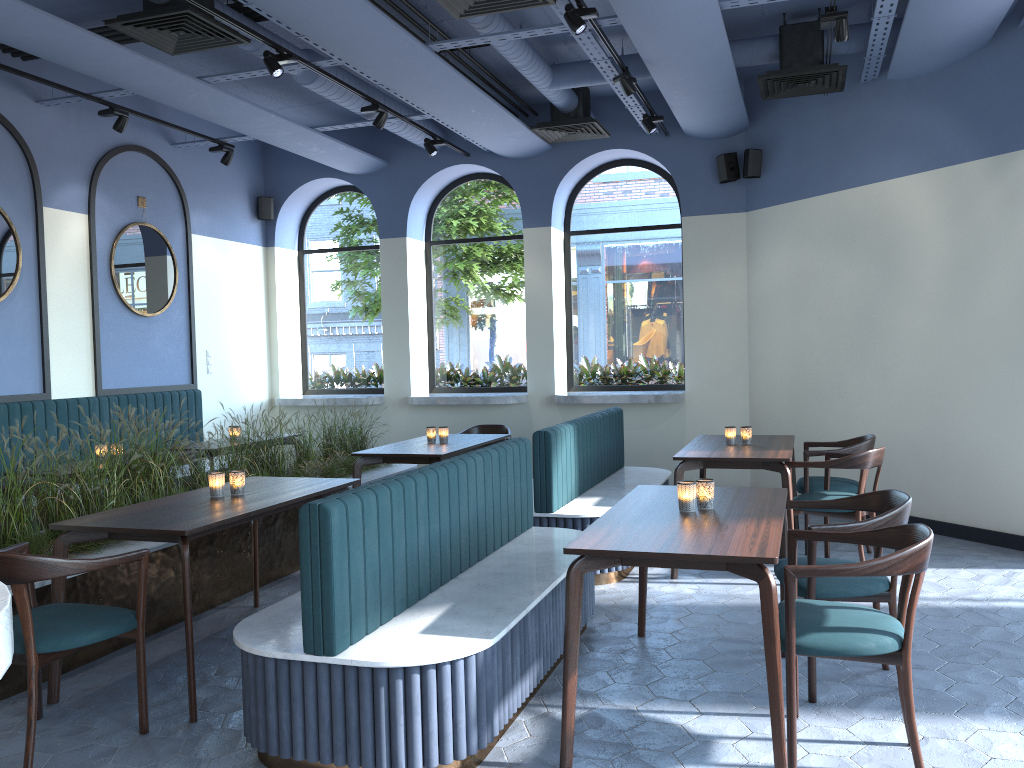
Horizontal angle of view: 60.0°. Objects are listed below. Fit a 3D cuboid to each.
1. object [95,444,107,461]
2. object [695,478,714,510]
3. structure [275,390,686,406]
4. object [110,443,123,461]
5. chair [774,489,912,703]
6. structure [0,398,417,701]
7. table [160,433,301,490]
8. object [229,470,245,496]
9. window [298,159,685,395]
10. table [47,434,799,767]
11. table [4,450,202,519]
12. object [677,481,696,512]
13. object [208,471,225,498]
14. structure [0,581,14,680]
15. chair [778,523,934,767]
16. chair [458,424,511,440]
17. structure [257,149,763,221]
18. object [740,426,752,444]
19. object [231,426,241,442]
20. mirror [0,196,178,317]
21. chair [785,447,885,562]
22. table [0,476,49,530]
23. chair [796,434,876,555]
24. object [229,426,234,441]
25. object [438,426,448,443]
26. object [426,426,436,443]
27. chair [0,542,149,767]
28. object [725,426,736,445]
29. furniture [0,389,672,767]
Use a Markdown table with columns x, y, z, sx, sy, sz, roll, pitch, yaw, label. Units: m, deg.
| x | y | z | sx | sy | sz | roll | pitch | yaw | label |
| --- | --- | --- | --- | --- | --- | --- | --- | --- | --- |
| -2.804 | 0.471 | 6.057 | 0.078 | 0.120 | 0.078 | -1 | 2 | 1 | object |
| 0.800 | 0.457 | 3.674 | 0.078 | 0.120 | 0.078 | -1 | 2 | 1 | object |
| 1.695 | 0.263 | 4.392 | 4.315 | 0.080 | 14.155 | -2 | 2 | -20 | structure |
| -2.719 | 0.467 | 6.105 | 0.078 | 0.120 | 0.078 | -1 | 2 | 1 | object |
| 1.405 | 0.858 | 3.763 | 0.525 | 0.793 | 0.618 | -1 | 2 | 5 | chair |
| -1.956 | 0.667 | 5.849 | 1.143 | 1.207 | 4.878 | -1 | 2 | 20 | structure |
| -2.295 | 0.849 | 7.418 | 0.548 | 0.755 | 1.332 | -1 | 2 | 18 | table |
| -1.361 | 0.489 | 4.395 | 0.078 | 0.120 | 0.078 | -1 | 2 | 1 | object |
| 1.862 | -0.971 | 4.445 | 3.897 | 2.394 | 14.212 | -2 | 2 | -21 | window |
| -0.004 | 0.950 | 2.669 | 3.997 | 0.755 | 9.778 | -1 | 2 | 2 | table |
| -2.737 | 0.905 | 6.091 | 0.548 | 0.755 | 1.332 | -1 | 2 | 18 | table |
| 0.715 | 0.461 | 3.626 | 0.078 | 0.120 | 0.078 | -1 | 2 | 1 | object |
| -1.446 | 0.493 | 4.347 | 0.078 | 0.120 | 0.078 | -1 | 2 | 1 | object |
| -2.647 | -0.416 | 0.045 | 3.220 | 3.800 | 3.653 | -1 | 2 | 18 | structure |
| 1.175 | 0.887 | 3.077 | 0.525 | 0.793 | 0.618 | -1 | 2 | 18 | chair |
| -0.252 | 0.767 | 7.716 | 0.618 | 0.793 | 0.525 | -1 | 2 | 18 | chair |
| -1.491 | -1.745 | 3.281 | 7.261 | 0.268 | 13.143 | -1 | 2 | 2 | structure |
| 1.611 | 0.353 | 6.096 | 0.078 | 0.120 | 0.078 | 0 | 2 | 35 | object |
| -2.282 | 0.413 | 7.339 | 0.078 | 0.120 | 0.078 | -1 | 2 | 1 | object |
| -3.893 | -1.087 | 6.419 | 0.026 | 1.089 | 4.357 | -1 | 2 | 18 | mirror |
| 2.044 | 0.781 | 5.540 | 0.525 | 0.793 | 0.618 | 0 | 3 | 42 | chair |
| -3.172 | 0.961 | 4.784 | 0.548 | 0.755 | 1.285 | -1 | 2 | 18 | table |
| 2.261 | 0.753 | 6.190 | 0.525 | 0.793 | 0.618 | -1 | 2 | 18 | chair |
| -2.330 | 0.412 | 7.424 | 0.078 | 0.120 | 0.078 | -1 | 2 | 1 | object |
| -0.522 | 0.387 | 6.763 | 0.078 | 0.120 | 0.078 | 0 | 2 | 35 | object |
| -0.616 | 0.388 | 6.789 | 0.078 | 0.120 | 0.078 | 0 | 2 | 35 | object |
| -1.726 | 0.957 | 3.285 | 0.618 | 0.793 | 0.525 | -1 | 2 | 18 | chair |
| 1.507 | 0.355 | 6.114 | 0.078 | 0.120 | 0.078 | 0 | 2 | 35 | object |
| -1.633 | 0.690 | 5.742 | 4.703 | 1.150 | 4.800 | -1 | 2 | 18 | furniture |
